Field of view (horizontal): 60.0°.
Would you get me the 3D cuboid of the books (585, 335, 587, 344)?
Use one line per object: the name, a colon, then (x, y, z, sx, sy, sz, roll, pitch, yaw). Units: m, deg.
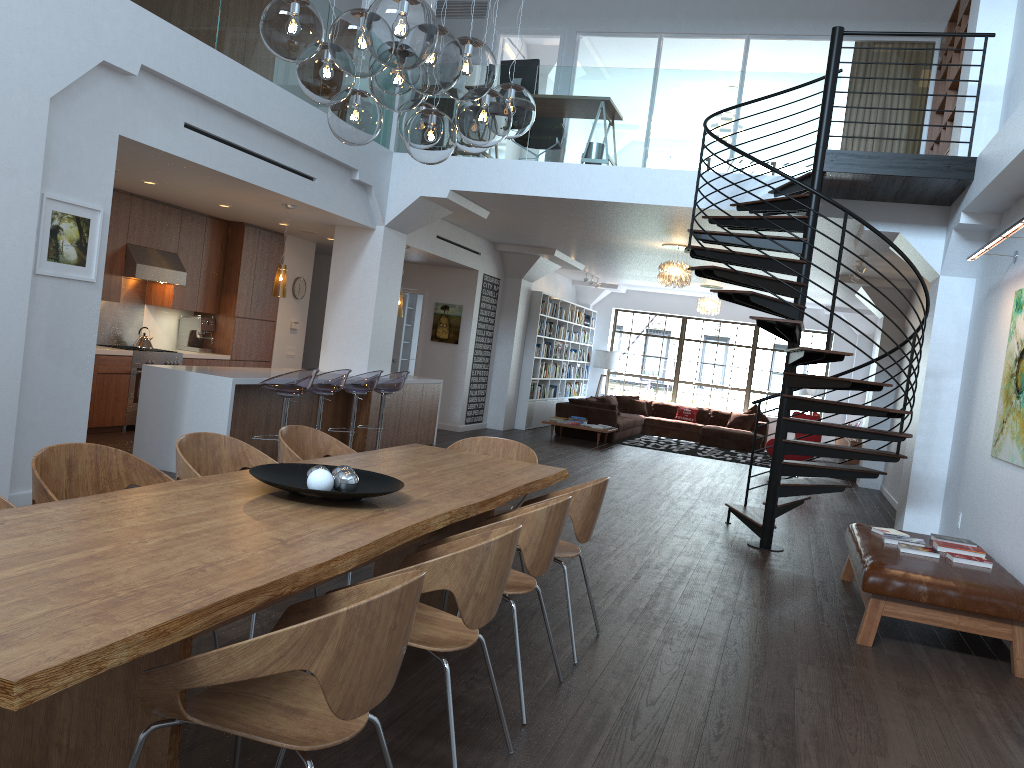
books: (1.511, -0.977, 19.022, 0.161, 0.223, 0.027, 8, 2, 17)

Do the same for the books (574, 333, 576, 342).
books: (1.227, -0.954, 18.150, 0.128, 0.178, 0.022, 8, 2, 17)

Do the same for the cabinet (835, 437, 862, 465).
cabinet: (6.135, 1.080, 15.854, 0.459, 0.350, 4.501, 8, 2, 17)

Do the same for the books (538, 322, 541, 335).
books: (0.412, -0.975, 15.526, 0.152, 0.232, 0.104, 8, 2, 17)

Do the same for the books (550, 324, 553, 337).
books: (0.650, -0.982, 16.307, 0.174, 0.240, 0.054, 8, 2, 17)

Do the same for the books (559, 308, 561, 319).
books: (0.844, -1.331, 16.733, 0.146, 0.202, 0.027, 8, 2, 17)

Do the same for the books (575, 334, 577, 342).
books: (1.256, -0.953, 18.218, 0.128, 0.178, 0.022, 8, 2, 17)

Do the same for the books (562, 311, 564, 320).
books: (0.916, -1.347, 16.988, 0.140, 0.231, 0.042, 8, 2, 17)

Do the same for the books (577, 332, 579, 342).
books: (1.305, -0.979, 18.395, 0.158, 0.226, 0.052, 8, 2, 17)

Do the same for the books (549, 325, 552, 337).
books: (0.630, -0.973, 16.234, 0.161, 0.223, 0.032, 8, 2, 17)

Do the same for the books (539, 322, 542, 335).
books: (0.424, -0.976, 15.556, 0.172, 0.235, 0.112, 8, 2, 17)

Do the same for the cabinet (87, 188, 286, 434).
cabinet: (-4.215, -0.772, 9.311, 0.598, 2.499, 5.299, 8, 2, 17)

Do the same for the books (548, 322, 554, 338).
books: (0.670, -1.007, 16.421, 0.198, 0.284, 0.049, 8, 2, 17)

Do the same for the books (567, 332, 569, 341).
books: (1.052, -0.952, 17.563, 0.128, 0.178, 0.021, 8, 2, 17)

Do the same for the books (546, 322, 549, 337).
books: (0.560, -0.992, 16.057, 0.180, 0.259, 0.042, 8, 2, 17)

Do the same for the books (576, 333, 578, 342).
books: (1.283, -0.961, 18.309, 0.139, 0.191, 0.036, 8, 2, 17)

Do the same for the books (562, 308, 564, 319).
books: (0.898, -1.345, 16.943, 0.158, 0.226, 0.052, 8, 2, 17)

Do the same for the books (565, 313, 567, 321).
books: (0.999, -1.307, 17.220, 0.110, 0.153, 0.019, 8, 2, 17)

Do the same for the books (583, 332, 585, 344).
books: (1.449, -0.986, 18.842, 0.174, 0.240, 0.045, 8, 2, 17)

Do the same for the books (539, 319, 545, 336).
books: (0.480, -1.003, 15.706, 0.176, 0.290, 0.053, 8, 2, 17)

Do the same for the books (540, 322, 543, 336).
books: (0.446, -0.981, 15.636, 0.174, 0.242, 0.105, 8, 2, 17)

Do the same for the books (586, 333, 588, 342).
books: (1.525, -0.987, 19.090, 0.174, 0.240, 0.045, 8, 2, 17)

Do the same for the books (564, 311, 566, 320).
books: (0.960, -1.320, 17.116, 0.128, 0.178, 0.022, 8, 2, 17)

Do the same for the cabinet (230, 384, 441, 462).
cabinet: (-2.077, 0.339, 9.604, 0.898, 0.796, 4.493, 8, 2, 17)

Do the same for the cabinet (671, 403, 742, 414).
cabinet: (4.128, 0.832, 18.999, 1.520, 0.625, 0.350, 8, 2, 17)

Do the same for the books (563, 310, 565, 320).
books: (0.930, -1.327, 17.026, 0.139, 0.191, 0.036, 8, 2, 17)

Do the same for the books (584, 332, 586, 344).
books: (1.472, -0.991, 18.876, 0.183, 0.253, 0.034, 8, 2, 17)

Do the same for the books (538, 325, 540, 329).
books: (0.378, -0.950, 15.424, 0.161, 0.182, 0.170, 8, 2, 17)

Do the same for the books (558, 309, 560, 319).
books: (0.822, -1.326, 16.678, 0.139, 0.191, 0.036, 8, 2, 17)

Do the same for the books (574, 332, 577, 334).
books: (1.258, -0.965, 18.239, 0.127, 0.200, 0.020, 8, 2, 17)

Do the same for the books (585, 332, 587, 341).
books: (1.490, -0.995, 18.957, 0.180, 0.259, 0.060, 8, 2, 17)

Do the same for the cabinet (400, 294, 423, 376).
cabinet: (-2.219, -1.030, 15.643, 0.527, 2.991, 2.630, 8, 2, 17)

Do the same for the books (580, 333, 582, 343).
books: (1.355, -1.008, 18.547, 0.198, 0.284, 0.066, 8, 2, 17)

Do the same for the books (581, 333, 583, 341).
books: (1.389, -0.976, 18.611, 0.161, 0.223, 0.026, 8, 2, 17)

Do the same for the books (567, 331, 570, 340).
books: (1.059, -0.959, 17.592, 0.139, 0.191, 0.036, 8, 2, 17)

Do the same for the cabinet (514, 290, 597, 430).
cabinet: (0.833, -0.429, 17.527, 0.461, 2.414, 4.500, 8, 2, 17)

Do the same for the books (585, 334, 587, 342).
books: (1.506, -0.991, 18.997, 0.160, 0.250, 0.026, 8, 2, 17)

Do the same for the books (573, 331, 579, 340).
books: (1.294, -0.981, 18.348, 0.140, 0.231, 0.042, 8, 2, 17)

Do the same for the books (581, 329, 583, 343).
books: (1.396, -1.010, 18.650, 0.176, 0.290, 0.053, 8, 2, 17)

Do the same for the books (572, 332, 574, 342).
books: (1.165, -0.960, 17.926, 0.139, 0.191, 0.036, 8, 2, 17)

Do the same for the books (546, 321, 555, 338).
books: (0.702, -1.007, 16.465, 0.176, 0.291, 0.053, 8, 2, 17)

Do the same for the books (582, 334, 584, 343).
books: (1.422, -0.991, 18.723, 0.183, 0.253, 0.034, 8, 2, 17)

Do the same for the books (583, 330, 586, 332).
books: (1.476, -1.011, 18.911, 0.176, 0.290, 0.036, 8, 2, 17)

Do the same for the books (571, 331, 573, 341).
books: (1.150, -0.964, 17.868, 0.146, 0.202, 0.027, 8, 2, 17)

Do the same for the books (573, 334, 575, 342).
books: (1.213, -0.944, 18.048, 0.106, 0.162, 0.032, 8, 2, 17)

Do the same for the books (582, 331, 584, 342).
books: (1.408, -0.992, 18.692, 0.183, 0.253, 0.034, 8, 2, 17)

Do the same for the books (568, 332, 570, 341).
books: (1.064, -0.965, 17.624, 0.146, 0.202, 0.027, 8, 2, 17)

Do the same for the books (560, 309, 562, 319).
books: (0.864, -1.331, 16.813, 0.146, 0.202, 0.027, 8, 2, 17)

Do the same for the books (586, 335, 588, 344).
books: (1.544, -0.977, 19.121, 0.161, 0.223, 0.026, 8, 2, 17)

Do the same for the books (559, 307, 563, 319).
books: (0.888, -1.347, 16.894, 0.140, 0.231, 0.042, 8, 2, 17)

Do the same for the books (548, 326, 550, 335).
books: (0.596, -0.974, 16.167, 0.161, 0.223, 0.033, 8, 2, 17)

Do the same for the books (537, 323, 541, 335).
books: (0.398, -0.968, 15.500, 0.161, 0.218, 0.101, 8, 2, 17)
